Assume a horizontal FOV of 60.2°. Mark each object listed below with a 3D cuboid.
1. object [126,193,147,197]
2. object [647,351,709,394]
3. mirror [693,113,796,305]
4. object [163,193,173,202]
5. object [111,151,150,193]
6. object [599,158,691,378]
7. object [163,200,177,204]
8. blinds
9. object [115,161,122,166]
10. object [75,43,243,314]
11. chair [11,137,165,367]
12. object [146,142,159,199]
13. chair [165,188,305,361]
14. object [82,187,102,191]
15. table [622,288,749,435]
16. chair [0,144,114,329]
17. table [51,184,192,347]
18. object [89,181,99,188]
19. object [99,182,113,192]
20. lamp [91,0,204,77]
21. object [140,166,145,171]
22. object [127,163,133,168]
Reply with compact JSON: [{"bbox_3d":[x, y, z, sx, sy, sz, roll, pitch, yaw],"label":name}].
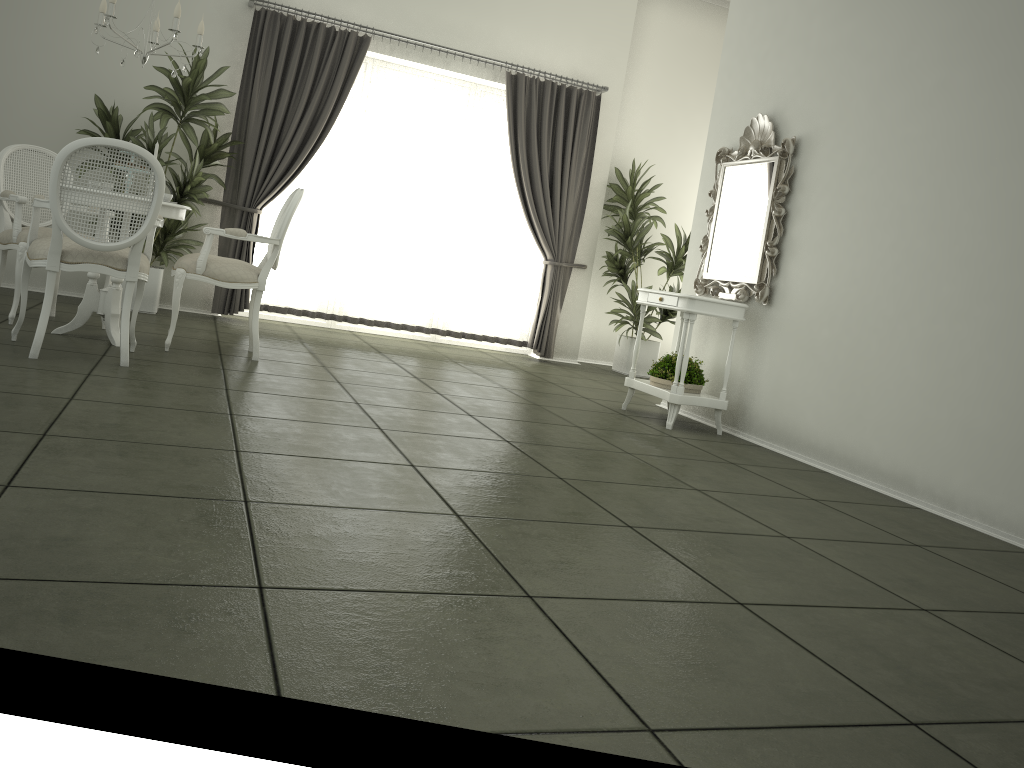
[{"bbox_3d":[-2.068,-1.034,4.855,0.118,0.016,0.120,6,8,-30],"label":"object"},{"bbox_3d":[1.051,-0.086,5.565,0.372,0.231,0.350,7,6,-25],"label":"object"},{"bbox_3d":[1.483,-1.130,5.638,0.081,1.205,0.845,9,3,-21],"label":"mirror"},{"bbox_3d":[-2.018,-1.088,5.170,0.062,0.049,0.078,10,5,12],"label":"object"},{"bbox_3d":[-2.190,-1.199,5.061,0.211,0.248,0.211,10,4,12],"label":"object"},{"bbox_3d":[1.360,-1.127,8.585,1.161,2.090,1.044,9,2,-2],"label":"object"},{"bbox_3d":[-2.023,-1.063,5.163,0.118,0.016,0.120,6,8,-30],"label":"object"},{"bbox_3d":[-0.904,-1.689,7.999,3.643,2.596,0.665,8,2,-20],"label":"blinds"},{"bbox_3d":[-2.229,-1.250,5.003,0.040,0.032,0.039,12,5,30],"label":"object"},{"bbox_3d":[-2.804,-1.612,6.869,1.161,2.090,1.044,9,2,-2],"label":"object"},{"bbox_3d":[-2.054,-0.660,4.343,0.591,1.060,0.697,8,3,-30],"label":"chair"},{"bbox_3d":[-2.138,-1.273,5.262,0.087,0.363,0.088,8,2,-43],"label":"object"},{"bbox_3d":[-1.682,-0.718,5.343,0.687,1.061,0.600,8,3,-20],"label":"chair"},{"bbox_3d":[-2.425,-1.124,5.110,0.118,0.016,0.120,7,7,-20],"label":"object"},{"bbox_3d":[1.055,-0.160,5.559,0.430,0.803,0.704,8,4,-21],"label":"table"},{"bbox_3d":[-2.849,-0.920,5.413,0.696,1.061,0.592,12,3,35],"label":"chair"},{"bbox_3d":[-2.283,-0.666,5.051,0.736,0.827,0.747,8,4,-23],"label":"table"},{"bbox_3d":[-2.417,-1.146,5.104,0.062,0.049,0.078,5,7,-40],"label":"object"},{"bbox_3d":[-2.192,-1.064,4.773,0.062,0.049,0.078,9,5,-11],"label":"object"},{"bbox_3d":[-1.882,-2.993,4.992,0.588,2.431,0.599,8,2,-43],"label":"lamp"},{"bbox_3d":[-2.111,-1.235,5.047,0.040,0.032,0.039,12,5,30],"label":"object"},{"bbox_3d":[-2.157,-1.236,4.991,0.040,0.032,0.039,13,6,35],"label":"object"}]
